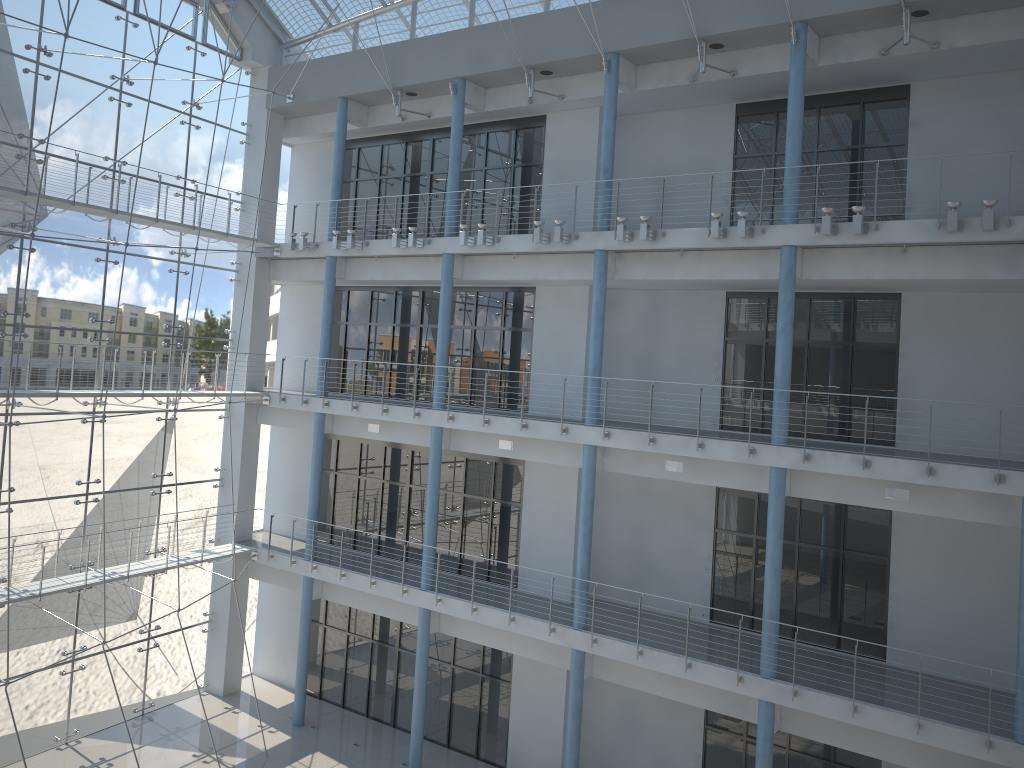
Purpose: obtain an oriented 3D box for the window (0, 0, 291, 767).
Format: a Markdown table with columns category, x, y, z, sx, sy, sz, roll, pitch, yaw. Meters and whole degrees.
| category | x | y | z | sx | sy | sz | roll | pitch | yaw |
| --- | --- | --- | --- | --- | --- | --- | --- | --- | --- |
| window | -1.763 | -0.338 | 1.688 | 0.010 | 2.779 | 3.838 | 2 | -1 | 29 |
